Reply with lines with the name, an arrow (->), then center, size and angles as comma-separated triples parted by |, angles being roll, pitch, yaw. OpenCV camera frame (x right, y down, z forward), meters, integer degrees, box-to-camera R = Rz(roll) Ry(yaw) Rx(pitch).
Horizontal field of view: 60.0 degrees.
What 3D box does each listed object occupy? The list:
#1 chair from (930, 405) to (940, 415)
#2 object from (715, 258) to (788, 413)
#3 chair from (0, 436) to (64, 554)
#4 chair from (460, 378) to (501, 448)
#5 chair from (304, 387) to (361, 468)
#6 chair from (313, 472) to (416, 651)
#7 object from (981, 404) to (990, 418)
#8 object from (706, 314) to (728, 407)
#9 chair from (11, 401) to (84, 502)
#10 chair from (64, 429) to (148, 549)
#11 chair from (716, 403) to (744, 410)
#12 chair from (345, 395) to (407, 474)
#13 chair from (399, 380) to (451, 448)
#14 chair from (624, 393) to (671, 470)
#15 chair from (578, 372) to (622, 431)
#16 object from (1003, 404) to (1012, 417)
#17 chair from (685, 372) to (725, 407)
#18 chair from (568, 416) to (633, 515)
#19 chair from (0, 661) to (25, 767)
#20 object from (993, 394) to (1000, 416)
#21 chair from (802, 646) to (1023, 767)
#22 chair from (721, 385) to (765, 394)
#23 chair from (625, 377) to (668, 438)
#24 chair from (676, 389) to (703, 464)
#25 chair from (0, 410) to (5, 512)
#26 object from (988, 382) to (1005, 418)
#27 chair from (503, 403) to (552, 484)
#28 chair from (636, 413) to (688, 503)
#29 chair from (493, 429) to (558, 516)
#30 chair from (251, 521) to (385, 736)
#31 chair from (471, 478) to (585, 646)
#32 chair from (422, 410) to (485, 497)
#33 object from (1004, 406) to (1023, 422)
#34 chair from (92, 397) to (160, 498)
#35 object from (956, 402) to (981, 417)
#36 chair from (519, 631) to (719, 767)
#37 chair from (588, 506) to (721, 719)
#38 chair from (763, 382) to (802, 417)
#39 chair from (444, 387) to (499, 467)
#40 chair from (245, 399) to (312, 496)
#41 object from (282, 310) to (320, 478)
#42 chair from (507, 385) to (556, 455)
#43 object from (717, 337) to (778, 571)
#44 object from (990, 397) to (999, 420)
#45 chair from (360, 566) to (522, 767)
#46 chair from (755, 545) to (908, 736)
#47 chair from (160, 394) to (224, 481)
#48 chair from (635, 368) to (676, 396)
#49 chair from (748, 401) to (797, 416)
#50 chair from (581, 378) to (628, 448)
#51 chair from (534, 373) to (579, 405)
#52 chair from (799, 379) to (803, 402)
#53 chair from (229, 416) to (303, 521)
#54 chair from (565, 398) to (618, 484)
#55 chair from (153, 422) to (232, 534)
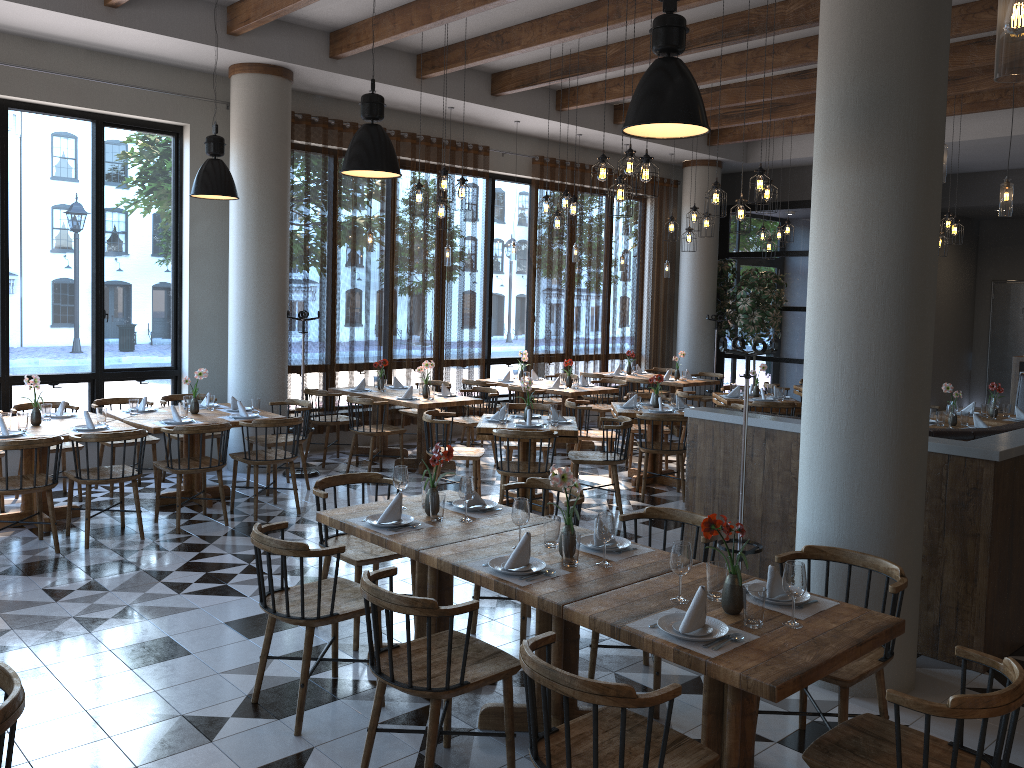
chair -> 4.472, 0.634, 9.493 | 0.520, 0.815, 0.551 | -2, 5, -43
object -> 3.631, -0.764, 14.390 | 1.636, 2.586, 1.382 | 4, 4, 31
chair -> -3.401, 0.755, 6.111 | 0.520, 0.815, 0.551 | -2, 5, -43
chair -> -0.352, 0.345, 11.085 | 0.550, 0.815, 0.520 | -2, 5, -43
chair -> -1.969, 0.449, 9.591 | 0.550, 0.815, 0.520 | -2, 5, -43
chair -> -0.810, 0.947, 4.885 | 0.520, 0.815, 0.551 | -2, 5, -43
object -> 4.794, 0.271, 8.980 | 0.080, 0.132, 0.080 | 4, 5, 32
object -> 3.155, -0.247, 13.770 | 0.374, 1.654, 0.375 | 0, 4, -20
chair -> -3.993, 0.589, 7.618 | 0.520, 0.815, 0.551 | -2, 5, -43
chair -> -2.978, 0.727, 6.502 | 0.520, 0.815, 0.551 | -2, 5, -43
chair -> 2.090, 0.619, 8.987 | 0.550, 0.815, 0.521 | 2, 4, 2
chair -> -1.397, 0.526, 8.973 | 0.550, 0.815, 0.520 | -2, 5, -43
chair -> -1.010, 0.387, 10.477 | 0.550, 0.815, 0.520 | -2, 5, -43
chair -> 1.472, 0.536, 9.655 | 0.519, 0.815, 0.551 | 2, 4, 2
chair -> 1.232, 0.243, 12.547 | 0.550, 0.815, 0.520 | -2, 5, -43
object -> 5.052, 0.271, 9.047 | 0.080, 0.132, 0.080 | -2, 5, -43
chair -> 2.763, 0.258, 12.814 | 0.550, 0.815, 0.520 | -2, 5, -43
chair -> 0.768, 0.704, 7.767 | 0.550, 0.815, 0.521 | 2, 4, 2
chair -> -1.534, 1.191, 2.217 | 0.550, 0.815, 0.520 | -2, 5, -43
object -> 5.003, 0.217, 9.162 | 0.081, 0.215, 0.081 | 4, 5, 39
chair -> 1.215, 1.220, 2.678 | 0.520, 0.815, 0.551 | -2, 5, -43
chair -> 2.838, 0.448, 10.917 | 0.519, 0.815, 0.551 | 2, 4, 2
chair -> 1.804, 0.320, 11.929 | 0.550, 0.815, 0.520 | -2, 5, -43
chair -> 2.168, 0.491, 10.299 | 0.550, 0.815, 0.521 | 2, 4, 2
chair -> -4.430, 0.617, 7.215 | 0.520, 0.815, 0.551 | -2, 5, -43
object -> 4.920, 0.160, 9.007 | 0.156, 0.354, 0.171 | 5, 5, 40
chair -> 0.150, 0.621, 8.435 | 0.519, 0.815, 0.551 | 2, 4, 2
chair -> 1.420, 0.662, 8.369 | 0.519, 0.815, 0.551 | 2, 4, 2
chair -> 0.098, 0.747, 7.148 | 0.519, 0.815, 0.551 | 2, 4, 2
chair -> -0.878, 1.036, 3.961 | 0.550, 0.815, 0.520 | -2, 5, -43
chair -> 0.098, 0.974, 4.862 | 0.550, 0.815, 0.520 | -2, 5, -43
chair -> -0.520, 0.664, 7.816 | 0.550, 0.815, 0.521 | 2, 4, 2
object -> 5.081, 0.294, 8.807 | 0.352, 0.137, 0.272 | -3, 7, -43
chair -> -3.515, 0.558, 8.059 | 0.520, 0.815, 0.551 | -2, 5, -43
object -> 4.732, 0.245, 9.197 | 0.352, 0.137, 0.272 | -3, 7, -43
chair -> 0.298, 1.194, 2.691 | 0.550, 0.815, 0.520 | -2, 5, -43
chair -> 0.686, 1.052, 4.227 | 0.550, 0.815, 0.520 | -2, 5, -43
chair -> 3.557, 0.402, 11.582 | 0.550, 0.815, 0.521 | 2, 4, 2
chair -> -0.438, 0.464, 9.858 | 0.550, 0.815, 0.520 | -2, 5, -43
chair -> -2.161, 0.574, 8.271 | 0.550, 0.815, 0.520 | -2, 5, -43
object -> -2.107, 0.091, 8.910 | 0.375, 1.654, 0.375 | 3, 4, 30
chair -> 0.220, 0.422, 10.467 | 0.550, 0.815, 0.520 | -2, 5, -43
object -> 1.321, 0.565, 5.070 | 0.375, 1.654, 0.375 | 3, 4, 25
object -> 4.813, 0.244, 8.838 | 0.081, 0.215, 0.081 | 1, 4, -12
chair -> -0.290, 1.115, 3.326 | 0.550, 0.815, 0.520 | -2, 5, -43
chair -> 1.275, 1.131, 3.591 | 0.550, 0.815, 0.520 | -2, 5, -43
chair -> -3.066, 0.530, 8.474 | 0.520, 0.815, 0.551 | -2, 5, -43
chair -> 2.191, 0.181, 13.433 | 0.550, 0.815, 0.520 | -2, 5, -43
chair -> 2.786, 0.574, 9.631 | 0.519, 0.815, 0.551 | 2, 4, 2
chair -> 1.180, 0.360, 11.352 | 0.550, 0.815, 0.520 | -2, 5, -43
chair -> 0.607, 0.283, 11.970 | 0.550, 0.815, 0.520 | -2, 5, -43
chair -> 4.227, 0.359, 12.200 | 0.519, 0.815, 0.551 | 2, 4, 2
chair -> -2.037, 0.667, 7.371 | 0.520, 0.815, 0.551 | -2, 5, -43
chair -> 0.802, 0.579, 9.037 | 0.550, 0.815, 0.521 | 2, 4, 2
chair -> -2.500, 0.697, 6.944 | 0.520, 0.815, 0.551 | -2, 5, -43
